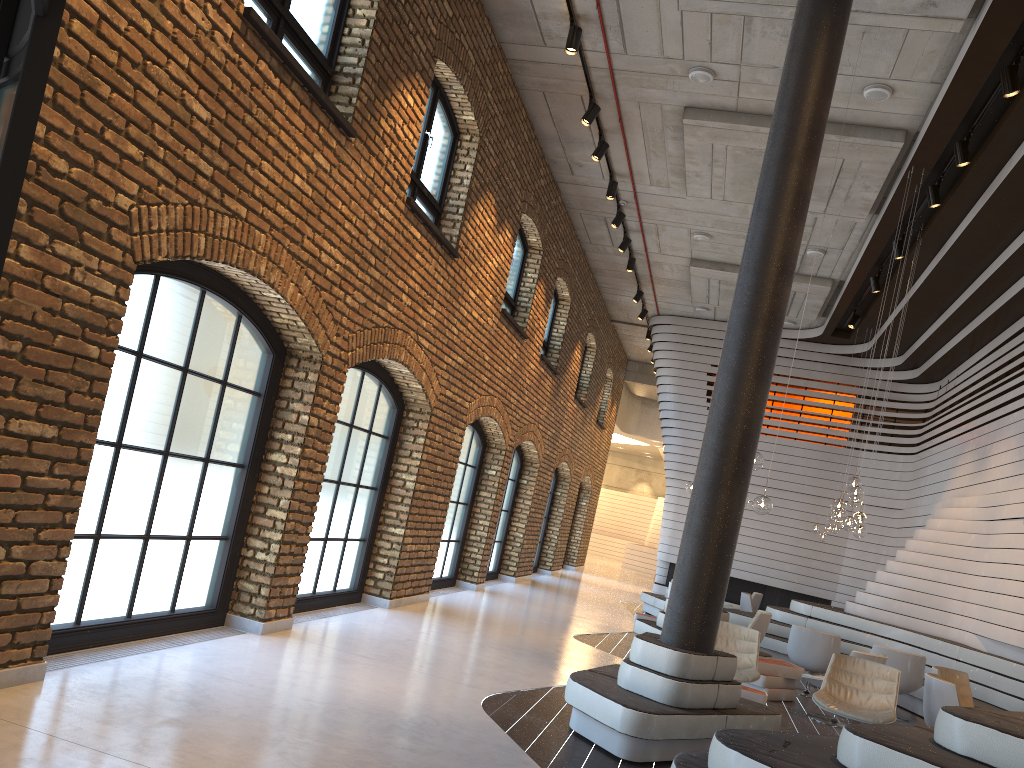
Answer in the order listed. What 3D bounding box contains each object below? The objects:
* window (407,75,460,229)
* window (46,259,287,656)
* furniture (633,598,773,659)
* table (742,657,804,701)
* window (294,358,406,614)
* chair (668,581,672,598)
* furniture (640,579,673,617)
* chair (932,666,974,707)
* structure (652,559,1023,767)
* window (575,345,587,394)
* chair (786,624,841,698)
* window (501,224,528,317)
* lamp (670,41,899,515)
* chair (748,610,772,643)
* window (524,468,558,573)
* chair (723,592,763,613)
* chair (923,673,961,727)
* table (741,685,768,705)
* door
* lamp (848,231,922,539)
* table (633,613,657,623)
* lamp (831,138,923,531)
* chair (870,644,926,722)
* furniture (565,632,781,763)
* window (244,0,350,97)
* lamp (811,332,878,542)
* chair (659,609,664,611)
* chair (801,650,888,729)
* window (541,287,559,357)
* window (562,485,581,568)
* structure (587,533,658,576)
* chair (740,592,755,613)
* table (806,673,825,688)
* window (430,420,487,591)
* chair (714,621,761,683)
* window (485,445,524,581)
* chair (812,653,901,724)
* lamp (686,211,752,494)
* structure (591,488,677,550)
[{"bbox_3d":[-0.886,-2.257,8.663,0.125,1.445,1.584,12,-5,14],"label":"window"},{"bbox_3d":[-2.295,0.460,5.843,0.130,2.524,2.375,12,-4,14],"label":"window"},{"bbox_3d":[2.347,3.026,10.455,1.279,0.718,1.778,14,-7,-15],"label":"furniture"},{"bbox_3d":[2.759,3.156,9.410,0.914,0.369,0.413,18,-7,-39],"label":"table"},{"bbox_3d":[-1.696,0.963,8.610,0.130,2.524,2.375,12,-4,14],"label":"window"},{"bbox_3d":[2.728,3.533,13.784,0.716,0.763,0.655,16,-5,-39],"label":"chair"},{"bbox_3d":[2.952,3.874,15.786,1.272,0.718,1.788,11,-7,9],"label":"furniture"},{"bbox_3d":[4.330,3.168,8.426,0.661,0.763,0.710,15,-5,-32],"label":"chair"},{"bbox_3d":[4.706,3.525,11.085,5.761,0.923,18.380,11,-8,10],"label":"structure"},{"bbox_3d":[1.338,-0.389,18.932,0.125,1.445,1.584,12,-5,14],"label":"window"},{"bbox_3d":[3.523,3.242,10.305,0.654,0.763,0.717,10,-5,34],"label":"chair"},{"bbox_3d":[-0.086,-1.586,12.353,0.125,1.445,1.584,12,-5,14],"label":"window"},{"bbox_3d":[2.673,-1.872,2.024,9.010,4.591,42.325,11,-8,14],"label":"lamp"},{"bbox_3d":[2.925,3.256,11.398,0.708,0.763,0.662,11,-4,17],"label":"chair"},{"bbox_3d":[0.527,2.831,18.879,0.130,2.524,2.375,12,-4,14],"label":"window"},{"bbox_3d":[4.325,4.279,16.723,0.708,0.763,0.662,11,-4,16],"label":"chair"},{"bbox_3d":[3.845,2.942,7.535,0.708,0.763,0.662,11,-4,13],"label":"chair"},{"bbox_3d":[1.623,2.627,7.338,0.903,0.369,0.417,11,-5,16],"label":"table"},{"bbox_3d":[-2.858,-0.336,1.607,3.192,2.840,3.284,11,-5,21],"label":"door"},{"bbox_3d":[4.937,-0.280,11.508,0.293,4.657,0.547,12,-1,9],"label":"lamp"},{"bbox_3d":[2.022,3.285,11.592,0.904,0.369,0.417,12,-5,6],"label":"table"},{"bbox_3d":[4.135,-0.699,9.769,0.308,4.724,0.667,12,-2,22],"label":"lamp"},{"bbox_3d":[4.314,3.379,10.026,0.654,0.763,0.717,11,-4,21],"label":"chair"},{"bbox_3d":[1.027,2.194,6.416,1.787,0.719,1.273,18,-8,-40],"label":"furniture"},{"bbox_3d":[-1.485,-2.760,5.896,0.125,1.445,1.584,12,-5,14],"label":"window"},{"bbox_3d":[6.172,0.609,16.106,0.542,4.657,0.296,11,-2,39],"label":"lamp"},{"bbox_3d":[2.416,3.268,12.324,0.654,0.763,0.717,10,-5,32],"label":"chair"},{"bbox_3d":[3.267,2.976,8.740,0.661,0.763,0.709,15,-5,-36],"label":"chair"},{"bbox_3d":[0.513,-1.082,15.122,0.125,1.445,1.584,12,-5,14],"label":"window"},{"bbox_3d":[1.083,3.625,23.892,2.095,2.520,4.610,14,-6,-22],"label":"window"},{"bbox_3d":[4.900,6.734,34.587,2.555,0.893,7.538,13,-7,-8],"label":"structure"},{"bbox_3d":[4.331,4.126,15.568,0.708,0.763,0.662,11,-4,18],"label":"chair"},{"bbox_3d":[4.074,3.659,11.003,0.417,0.369,0.904,17,-8,-43],"label":"table"},{"bbox_3d":[-0.897,1.634,12.301,0.130,2.524,2.375,12,-4,14],"label":"window"},{"bbox_3d":[1.934,2.593,8.079,0.655,0.763,0.717,11,-4,15],"label":"chair"},{"bbox_3d":[-1.484,2.583,20.344,2.193,2.515,12.907,14,-7,-16],"label":"window"},{"bbox_3d":[2.875,2.708,7.392,0.654,0.763,0.717,10,-5,30],"label":"chair"},{"bbox_3d":[3.077,-0.627,11.985,0.545,4.657,0.294,12,-1,-1],"label":"lamp"},{"bbox_3d":[5.401,6.144,36.885,4.521,2.852,5.872,11,-6,14],"label":"structure"}]
